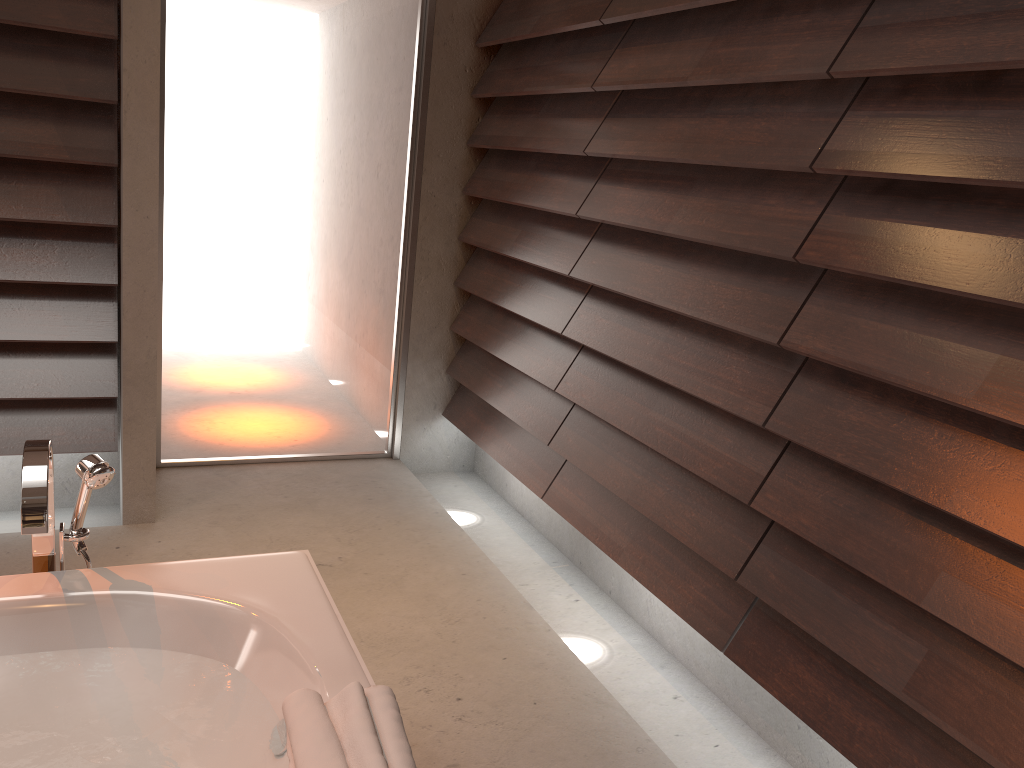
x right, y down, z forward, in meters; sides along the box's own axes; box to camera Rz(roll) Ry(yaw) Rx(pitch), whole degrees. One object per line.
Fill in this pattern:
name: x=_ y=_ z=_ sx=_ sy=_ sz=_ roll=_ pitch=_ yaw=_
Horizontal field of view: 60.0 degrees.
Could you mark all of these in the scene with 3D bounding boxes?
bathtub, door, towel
bathtub: x=-1.154 y=0.554 z=1.004 sx=2.000 sy=0.761 sz=0.994 roll=0 pitch=15 yaw=-25
door: x=-0.852 y=-0.650 z=3.406 sx=1.007 sy=2.000 sz=0.090 roll=0 pitch=15 yaw=-25
towel: x=-0.181 y=0.484 z=1.065 sx=0.159 sy=0.068 sz=0.396 roll=1 pitch=15 yaw=-19
